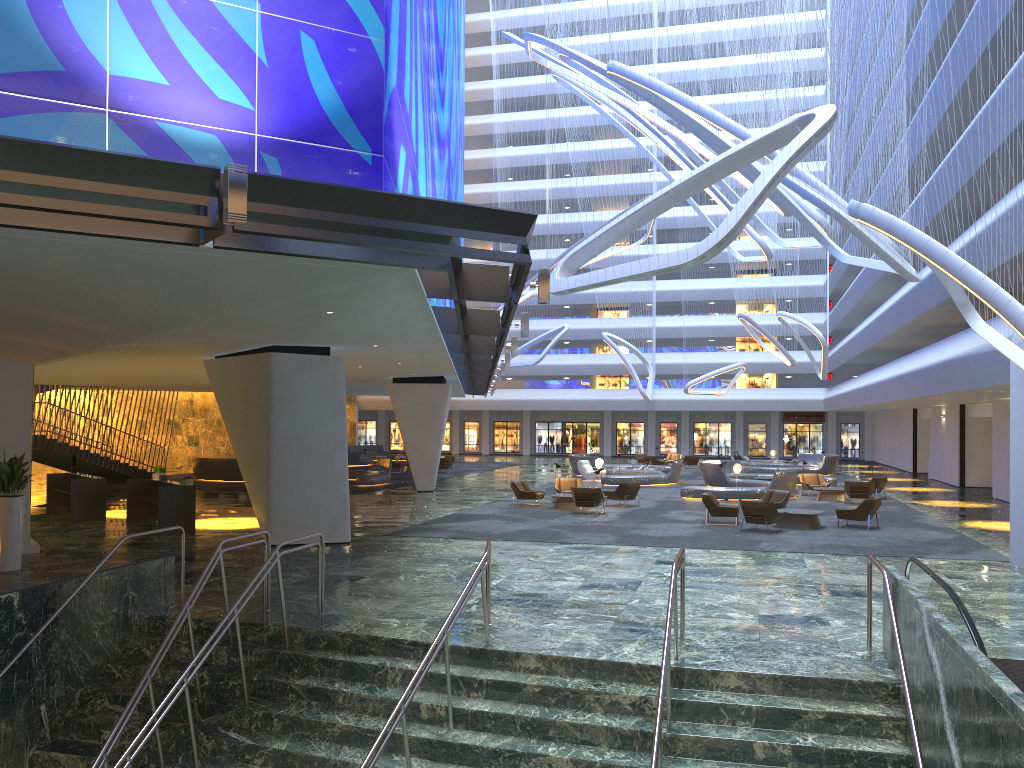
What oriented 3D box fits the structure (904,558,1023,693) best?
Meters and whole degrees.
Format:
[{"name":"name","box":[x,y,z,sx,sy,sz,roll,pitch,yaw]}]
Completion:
[{"name":"structure","box":[3.504,5.680,0.504,3.016,8.235,19.843,0,-2,15]}]

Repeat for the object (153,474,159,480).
[{"name":"object","box":[-8.885,2.326,22.170,0.150,0.145,0.150,2,-2,-42]}]

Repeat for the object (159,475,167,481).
[{"name":"object","box":[-8.606,2.315,21.872,0.150,0.145,0.150,2,-2,-42]}]

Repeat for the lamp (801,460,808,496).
[{"name":"lamp","box":[10.497,3.368,31.854,0.202,1.300,0.384,0,-1,31]}]

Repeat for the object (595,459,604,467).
[{"name":"object","box":[3.838,3.475,38.986,0.367,0.387,0.318,0,-1,-3]}]

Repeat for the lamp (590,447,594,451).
[{"name":"lamp","box":[4.130,3.936,46.138,0.202,1.300,0.384,1,-1,-31]}]

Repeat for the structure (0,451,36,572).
[{"name":"structure","box":[-8.734,2.182,15.302,1.022,2.050,0.773,0,-1,-7]}]

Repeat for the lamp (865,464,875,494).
[{"name":"lamp","box":[11.538,3.232,28.509,0.384,1.300,0.202,0,-1,32]}]

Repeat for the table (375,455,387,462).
[{"name":"table","box":[-8.254,4.725,55.945,0.671,0.406,0.674,1,-2,-31]}]

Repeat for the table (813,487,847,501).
[{"name":"table","box":[10.840,3.744,30.082,1.203,0.392,1.204,0,-2,15]}]

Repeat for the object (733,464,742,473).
[{"name":"object","box":[8.926,3.340,35.067,0.367,0.387,0.318,0,-1,22]}]

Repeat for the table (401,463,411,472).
[{"name":"table","box":[-5.119,4.317,45.860,1.203,0.392,1.204,1,-2,-20]}]

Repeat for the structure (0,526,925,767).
[{"name":"structure","box":[-2.825,5.727,1.739,9.304,8.395,19.748,0,-2,15]}]

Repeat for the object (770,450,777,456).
[{"name":"object","box":[15.692,4.160,53.231,0.367,0.387,0.318,0,-1,-3]}]

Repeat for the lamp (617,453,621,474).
[{"name":"lamp","box":[4.637,3.607,38.319,0.202,1.300,0.384,0,-1,-9]}]

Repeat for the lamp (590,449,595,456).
[{"name":"lamp","box":[3.942,3.832,43.732,0.384,1.300,0.202,0,-1,8]}]

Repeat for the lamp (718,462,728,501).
[{"name":"lamp","box":[7.085,3.259,29.779,0.384,1.300,0.202,0,-1,32]}]

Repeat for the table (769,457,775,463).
[{"name":"table","box":[15.296,4.587,51.974,0.418,0.595,0.428,1,-1,-31]}]

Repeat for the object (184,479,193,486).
[{"name":"object","box":[-7.440,2.257,20.391,0.149,0.149,0.149,2,-2,-41]}]

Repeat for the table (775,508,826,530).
[{"name":"table","box":[7.190,3.389,22.253,1.203,0.392,1.204,-1,-3,33]}]

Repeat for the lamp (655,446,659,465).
[{"name":"lamp","box":[8.012,4.073,48.810,0.202,1.300,0.384,1,-1,-23]}]

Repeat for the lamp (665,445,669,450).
[{"name":"lamp","box":[9.087,4.221,52.145,0.384,1.300,0.202,1,-1,-23]}]

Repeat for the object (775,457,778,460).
[{"name":"object","box":[15.122,4.311,50.667,0.131,0.252,0.103,0,-1,-2]}]

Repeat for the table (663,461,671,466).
[{"name":"table","box":[8.349,4.596,50.496,1.203,0.392,1.203,2,-3,-39]}]

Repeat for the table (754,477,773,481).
[{"name":"table","box":[10.378,3.981,35.720,1.203,0.392,1.204,0,-2,15]}]

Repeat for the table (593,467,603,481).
[{"name":"table","box":[3.799,3.964,38.945,0.418,0.595,0.428,1,-1,-11]}]

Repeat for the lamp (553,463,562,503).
[{"name":"lamp","box":[1.445,3.169,28.457,0.202,1.300,0.384,0,-1,31]}]

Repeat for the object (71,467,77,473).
[{"name":"object","box":[-12.196,2.393,24.690,0.158,0.181,0.158,1,-2,-30]}]

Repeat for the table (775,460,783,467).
[{"name":"table","box":[14.261,4.383,47.316,0.418,0.595,0.428,0,-1,11]}]

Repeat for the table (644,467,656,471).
[{"name":"table","box":[6.794,4.270,43.063,0.673,0.406,0.671,1,-2,-23]}]

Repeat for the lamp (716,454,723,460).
[{"name":"lamp","box":[8.889,3.612,37.830,0.384,1.300,0.202,0,-1,32]}]

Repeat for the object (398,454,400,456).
[{"name":"object","box":[-7.081,4.446,55.351,0.151,0.118,0.071,2,-2,-40]}]

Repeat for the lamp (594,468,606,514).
[{"name":"lamp","box":[2.486,3.033,25.111,0.384,1.300,0.202,0,-1,32]}]

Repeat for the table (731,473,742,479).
[{"name":"table","box":[8.875,3.829,35.045,0.418,0.595,0.428,0,-1,14]}]

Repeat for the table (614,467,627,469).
[{"name":"table","box":[5.282,4.265,43.180,0.673,0.406,0.671,-1,-2,34]}]

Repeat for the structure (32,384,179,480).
[{"name":"structure","box":[-20.479,1.272,37.921,11.981,6.244,16.501,0,-2,15]}]

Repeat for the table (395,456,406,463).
[{"name":"table","box":[-6.933,4.702,55.200,0.673,0.406,0.671,0,-2,2]}]

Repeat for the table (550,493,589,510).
[{"name":"table","box":[1.788,3.545,26.685,1.203,0.392,1.204,0,-2,15]}]

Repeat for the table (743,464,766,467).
[{"name":"table","box":[12.777,4.461,46.691,1.203,0.392,1.204,0,-2,15]}]

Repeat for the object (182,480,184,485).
[{"name":"object","box":[-7.599,2.284,20.580,0.111,0.108,0.108,2,-2,-41]}]
